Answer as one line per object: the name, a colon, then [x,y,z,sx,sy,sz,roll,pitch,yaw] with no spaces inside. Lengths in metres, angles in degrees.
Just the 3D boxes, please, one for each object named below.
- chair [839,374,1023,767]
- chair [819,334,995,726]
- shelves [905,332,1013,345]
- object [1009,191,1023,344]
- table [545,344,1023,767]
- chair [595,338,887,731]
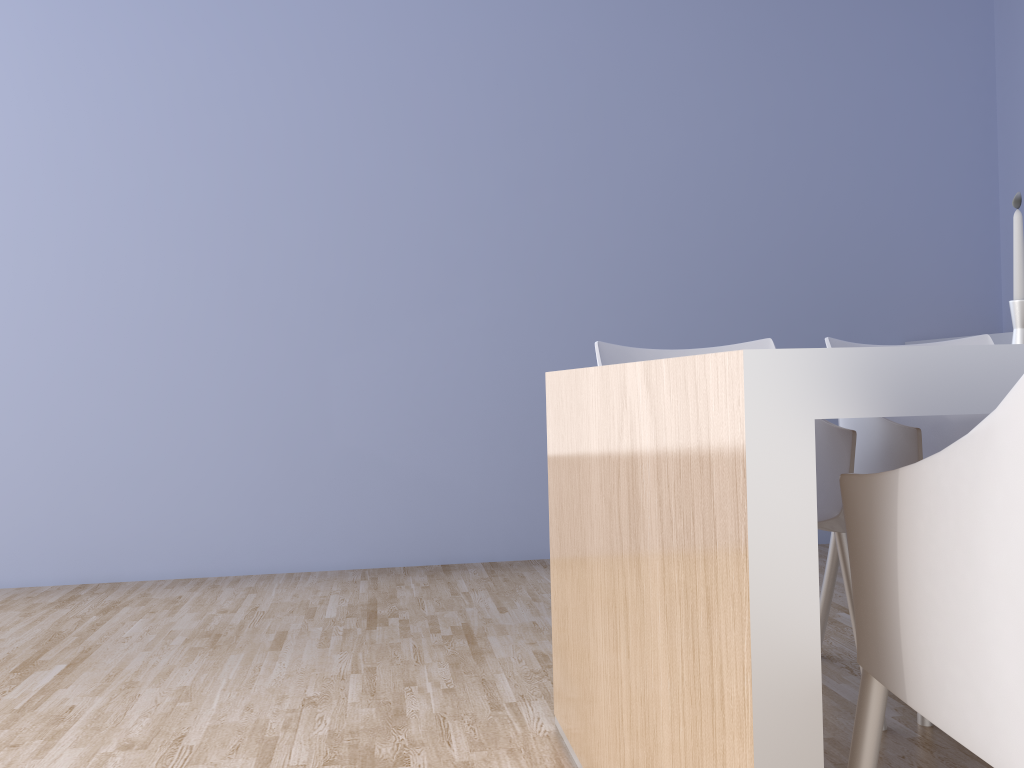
chair: [0.612,0.280,0.805,0.510,0.793,0.486,-1,0,-8]
chair: [1.012,0.275,2.024,0.510,0.793,0.486,-1,0,-8]
shelves: [2.196,0.220,1.895,0.463,0.840,3.901,-1,0,-8]
object: [1.047,-0.224,1.829,0.045,0.349,0.045,-2,0,33]
table: [1.307,0.302,1.489,2.340,0.718,1.002,-1,0,-8]
chair: [0.445,0.289,1.940,0.510,0.793,0.486,-1,0,-8]
